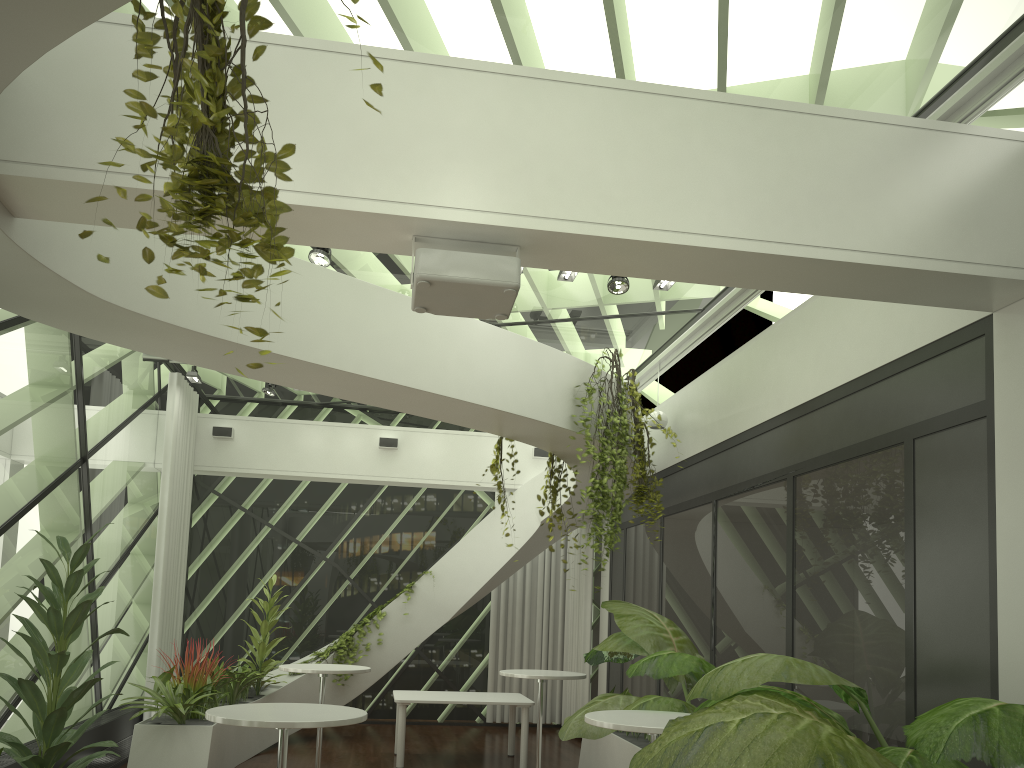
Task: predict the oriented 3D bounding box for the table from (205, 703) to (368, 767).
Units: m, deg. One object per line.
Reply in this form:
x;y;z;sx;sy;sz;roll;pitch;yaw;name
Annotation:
-1.247;2.331;4.745;0.857;1.076;0.874;-2;-10;26;table

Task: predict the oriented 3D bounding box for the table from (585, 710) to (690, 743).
0.834;2.491;5.059;0.857;1.076;0.874;-2;-10;26;table

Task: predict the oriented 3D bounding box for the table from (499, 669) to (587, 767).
0.286;3.386;8.585;0.857;1.076;0.874;-2;-10;26;table

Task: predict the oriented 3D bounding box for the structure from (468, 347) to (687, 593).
0.529;0.747;7.456;1.658;2.035;1.449;11;-12;-43;structure

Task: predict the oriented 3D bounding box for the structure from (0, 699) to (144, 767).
-3.396;2.537;4.701;0.259;0.493;15.511;3;-15;-8;structure

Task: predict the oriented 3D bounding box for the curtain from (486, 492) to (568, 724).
0.307;2.914;12.881;1.232;4.017;0.162;3;-6;-10;curtain

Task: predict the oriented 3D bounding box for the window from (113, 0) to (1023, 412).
-0.488;-1.688;4.836;5.695;0.054;17.136;4;-15;-8;window

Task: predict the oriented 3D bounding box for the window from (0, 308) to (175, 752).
-3.369;0.341;4.189;0.084;4.537;17.169;3;-14;-8;window

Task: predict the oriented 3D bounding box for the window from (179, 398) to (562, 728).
-1.822;2.642;12.812;5.746;4.564;0.038;4;-6;-9;window

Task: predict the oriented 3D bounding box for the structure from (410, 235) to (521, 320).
-0.203;-0.463;3.755;0.463;0.271;0.397;4;-12;-8;structure

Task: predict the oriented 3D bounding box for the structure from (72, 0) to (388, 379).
-0.942;-0.862;1.750;1.466;2.270;4.674;10;-15;-44;structure

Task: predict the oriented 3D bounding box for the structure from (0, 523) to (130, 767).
-2.056;1.105;2.844;0.855;1.564;3.408;3;-13;-9;structure

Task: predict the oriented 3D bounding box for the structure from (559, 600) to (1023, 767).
1.212;1.976;4.569;1.785;1.679;9.121;4;-14;-8;structure

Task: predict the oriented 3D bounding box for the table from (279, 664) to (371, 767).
-1.795;3.227;8.271;0.857;1.076;0.874;-2;-10;26;table

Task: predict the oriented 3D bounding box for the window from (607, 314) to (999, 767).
1.811;2.136;7.718;0.050;3.171;7.360;3;-13;-8;window

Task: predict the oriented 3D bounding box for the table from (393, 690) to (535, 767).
-0.581;3.847;9.757;1.502;0.705;1.093;4;-12;-8;table

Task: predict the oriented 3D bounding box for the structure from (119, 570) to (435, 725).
-2.789;2.725;9.571;2.036;1.636;4.885;-2;-14;22;structure

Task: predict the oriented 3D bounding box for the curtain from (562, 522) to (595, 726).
0.947;2.753;12.170;0.160;4.017;1.016;3;-6;-9;curtain
